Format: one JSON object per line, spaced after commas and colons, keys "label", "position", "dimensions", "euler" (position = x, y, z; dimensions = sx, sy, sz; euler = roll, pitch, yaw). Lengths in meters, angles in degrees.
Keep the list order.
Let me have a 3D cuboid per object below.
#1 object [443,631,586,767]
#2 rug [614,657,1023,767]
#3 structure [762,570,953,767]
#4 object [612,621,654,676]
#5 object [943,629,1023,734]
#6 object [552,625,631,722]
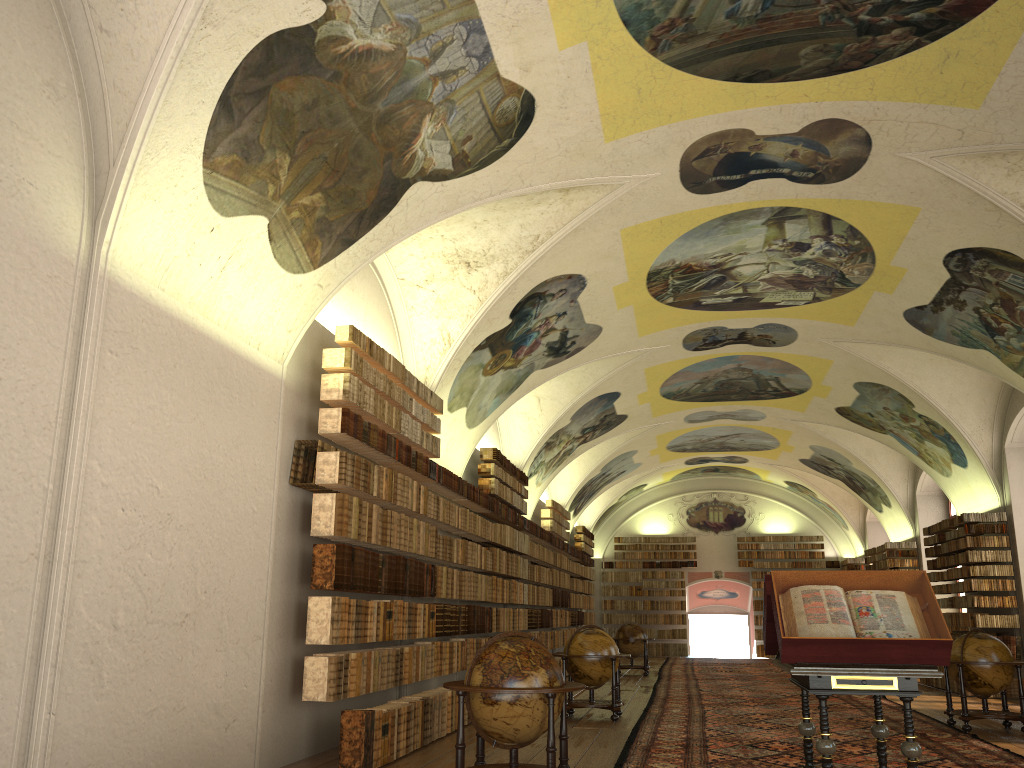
{"label": "object", "position": [0.019, 2.954, 7.923], "dimensions": [1.280, 1.442, 1.283], "euler": [7, -16, -26]}
{"label": "rug", "position": [4.917, 6.030, 16.887], "dimensions": [4.704, 0.064, 37.073], "euler": [-2, -15, 10]}
{"label": "structure", "position": [2.895, 2.624, 7.607], "dimensions": [1.245, 1.972, 1.900], "euler": [-2, -14, 11]}
{"label": "object", "position": [3.339, 7.378, 24.768], "dimensions": [1.281, 1.442, 1.282], "euler": [11, -17, -35]}
{"label": "object", "position": [7.021, 4.400, 13.240], "dimensions": [1.280, 1.442, 1.283], "euler": [7, -16, -26]}
{"label": "object", "position": [1.283, 4.635, 14.321], "dimensions": [1.282, 1.442, 1.282], "euler": [13, -18, -40]}
